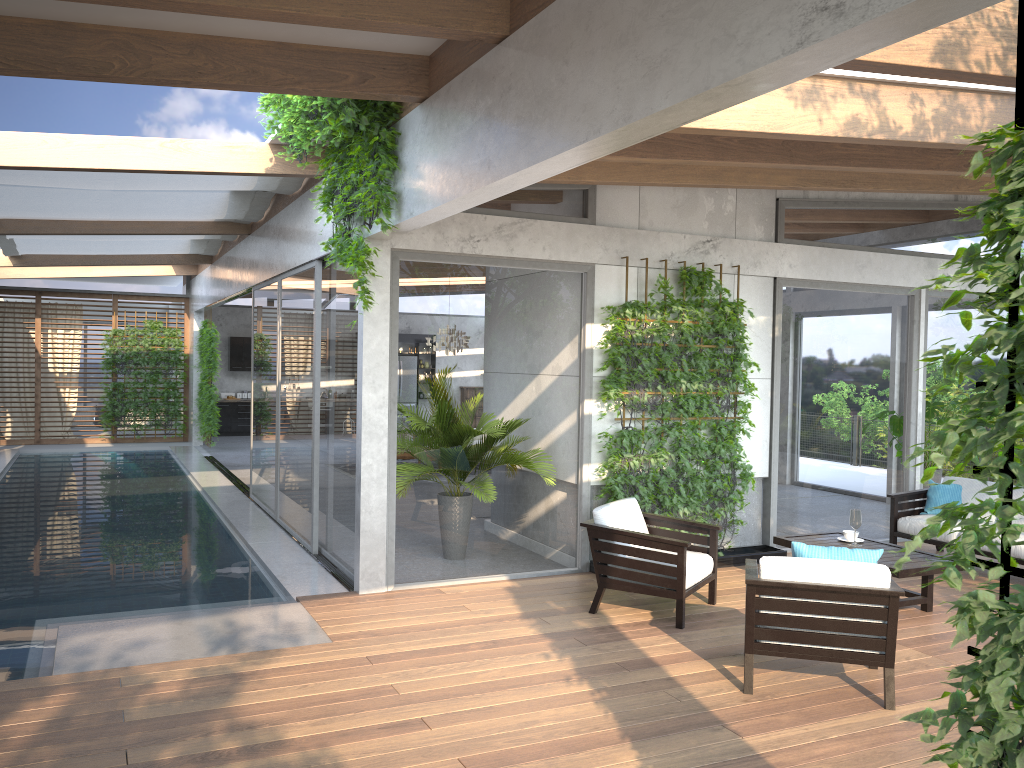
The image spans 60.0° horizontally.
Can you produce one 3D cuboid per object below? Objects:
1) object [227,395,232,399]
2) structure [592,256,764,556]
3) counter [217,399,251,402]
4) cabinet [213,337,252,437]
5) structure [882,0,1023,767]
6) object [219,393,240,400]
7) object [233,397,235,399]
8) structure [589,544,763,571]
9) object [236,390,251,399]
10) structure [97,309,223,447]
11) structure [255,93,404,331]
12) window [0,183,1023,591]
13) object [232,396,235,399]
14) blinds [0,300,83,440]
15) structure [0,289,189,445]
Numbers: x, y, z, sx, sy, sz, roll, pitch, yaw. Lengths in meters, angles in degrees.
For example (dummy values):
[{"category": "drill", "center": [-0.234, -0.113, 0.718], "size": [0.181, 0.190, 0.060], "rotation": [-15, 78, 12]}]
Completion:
[{"category": "object", "center": [-6.530, 0.295, 20.491], "size": [0.086, 0.087, 0.090], "rotation": [2, 2, 42]}, {"category": "structure", "center": [1.507, 0.244, 7.884], "size": [1.851, 2.669, 0.500], "rotation": [0, 2, -25]}, {"category": "counter", "center": [-5.585, 0.387, 21.114], "size": [3.805, 0.061, 0.607], "rotation": [0, 2, -25]}, {"category": "cabinet", "center": [-4.642, -0.037, 21.570], "size": [5.901, 2.502, 0.709], "rotation": [0, 2, -27]}, {"category": "structure", "center": [1.423, 0.403, 1.527], "size": [0.500, 2.687, 1.807], "rotation": [0, 2, -25]}, {"category": "object", "center": [-6.578, 0.282, 20.662], "size": [0.381, 0.134, 0.590], "rotation": [0, 2, -37]}, {"category": "object", "center": [-6.457, 0.310, 20.572], "size": [0.083, 0.055, 0.073], "rotation": [2, 2, 41]}, {"category": "structure", "center": [1.075, 1.334, 9.072], "size": [2.012, 0.595, 2.203], "rotation": [0, 2, -25]}, {"category": "object", "center": [-6.329, 0.246, 20.991], "size": [0.405, 0.200, 0.147], "rotation": [0, 1, -24]}, {"category": "structure", "center": [-6.486, -0.043, 13.893], "size": [2.739, 2.687, 10.282], "rotation": [1, 1, -8]}, {"category": "structure", "center": [-1.337, -1.406, 6.483], "size": [0.918, 2.054, 1.822], "rotation": [0, 2, -28]}, {"category": "window", "center": [-1.840, -0.446, 15.055], "size": [14.294, 3.764, 23.280], "rotation": [0, 2, -25]}, {"category": "object", "center": [-6.466, 0.309, 20.545], "size": [0.083, 0.057, 0.072], "rotation": [2, 2, 40]}, {"category": "blinds", "center": [-9.843, -0.251, 18.033], "size": [2.087, 2.898, 0.692], "rotation": [1, 1, -21]}, {"category": "structure", "center": [-8.878, -0.321, 18.096], "size": [4.313, 3.079, 0.085], "rotation": [0, 2, -25]}]
